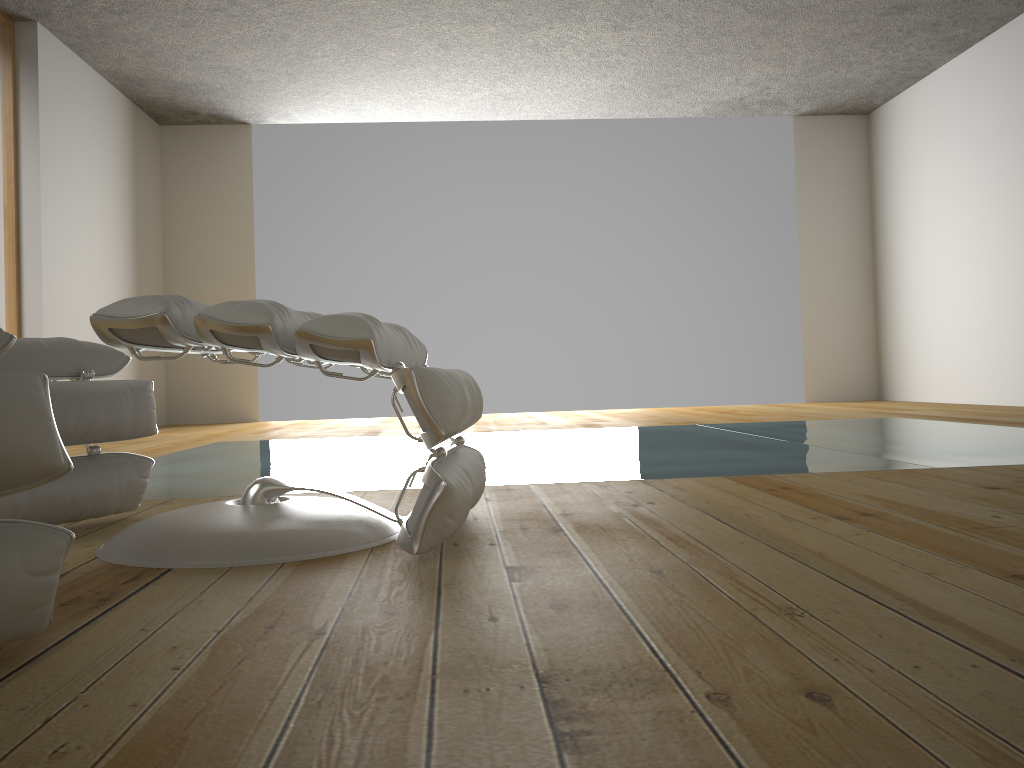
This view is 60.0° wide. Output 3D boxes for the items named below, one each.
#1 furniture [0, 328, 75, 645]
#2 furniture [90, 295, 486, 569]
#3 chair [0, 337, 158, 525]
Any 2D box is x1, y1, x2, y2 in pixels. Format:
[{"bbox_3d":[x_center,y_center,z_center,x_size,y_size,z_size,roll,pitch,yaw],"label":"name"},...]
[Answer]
[{"bbox_3d":[-0.901,0.080,0.898,0.685,0.440,0.569,-2,0,32],"label":"furniture"},{"bbox_3d":[-0.406,0.060,1.640,0.686,0.440,0.569,-2,0,3],"label":"furniture"},{"bbox_3d":[-1.288,-0.177,1.865,0.913,0.969,0.569,-2,-1,22],"label":"chair"}]
